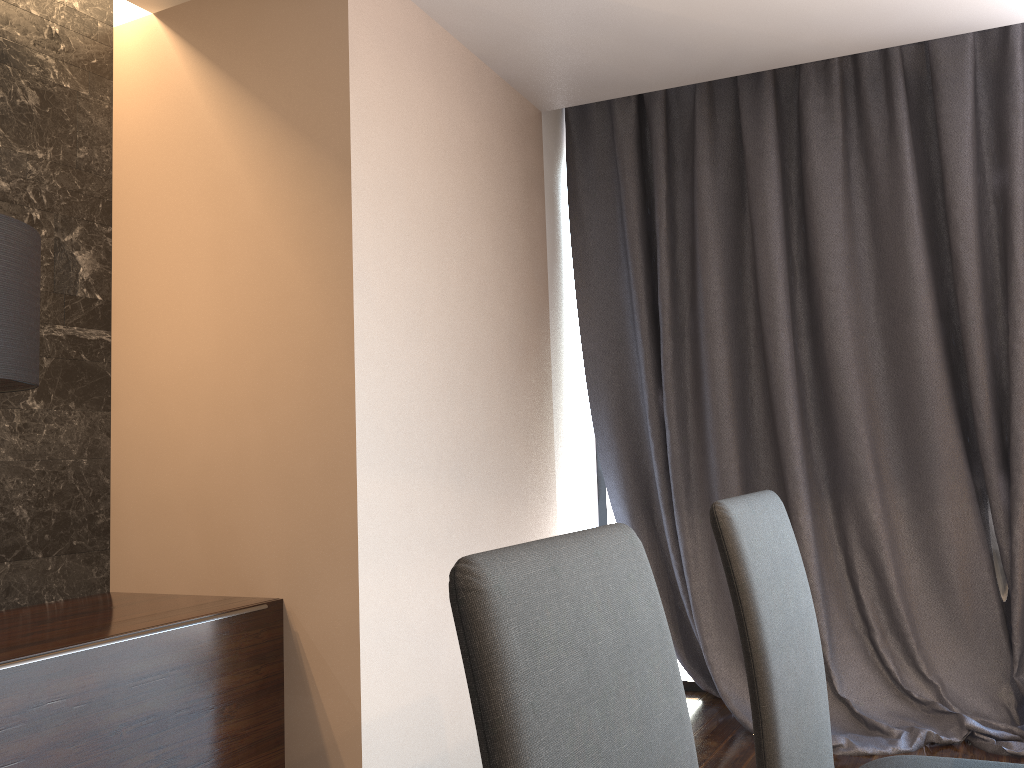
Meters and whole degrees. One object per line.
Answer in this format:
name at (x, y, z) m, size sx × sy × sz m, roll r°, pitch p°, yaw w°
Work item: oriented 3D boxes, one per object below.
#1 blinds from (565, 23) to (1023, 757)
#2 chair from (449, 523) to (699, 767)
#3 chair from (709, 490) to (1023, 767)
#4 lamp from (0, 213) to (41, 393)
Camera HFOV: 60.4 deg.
blinds at (3.680, -0.329, 2.664) m, size 7.257 × 2.895 × 0.771 m, roll -4°, pitch -5°, yaw 18°
chair at (0.294, 0.614, 0.732) m, size 0.547 × 0.965 × 0.446 m, roll -5°, pitch -6°, yaw 27°
chair at (0.654, 0.652, 1.369) m, size 0.547 × 0.965 × 0.446 m, roll -5°, pitch -6°, yaw 27°
lamp at (-1.379, 0.110, 1.907) m, size 0.624 × 0.934 × 0.561 m, roll 2°, pitch -6°, yaw -36°
